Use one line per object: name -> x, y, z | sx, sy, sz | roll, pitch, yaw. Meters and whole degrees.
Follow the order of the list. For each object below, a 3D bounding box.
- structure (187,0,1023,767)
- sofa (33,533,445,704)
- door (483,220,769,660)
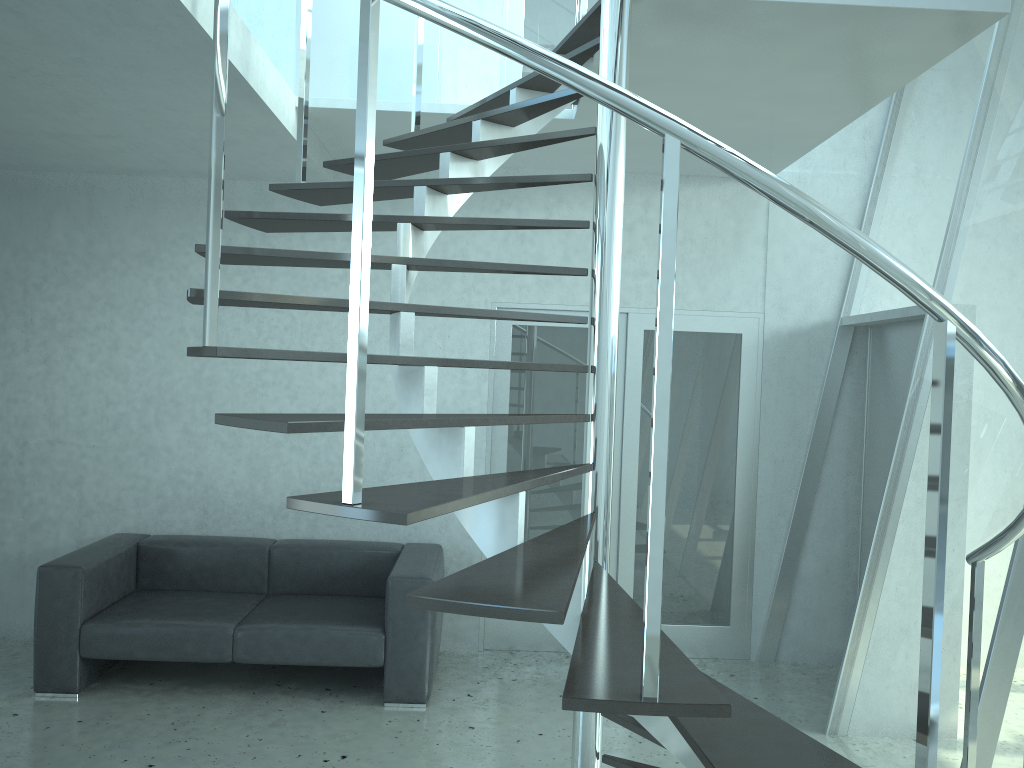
structure -> 0.266, -0.406, 3.503 | 2.655, 4.156, 3.780 | 2, 1, -1
sofa -> -1.404, 1.245, 4.885 | 2.025, 0.652, 0.943 | 2, 1, -1
door -> 1.191, 0.279, 5.923 | 2.576, 3.200, 1.162 | 2, 1, -44
